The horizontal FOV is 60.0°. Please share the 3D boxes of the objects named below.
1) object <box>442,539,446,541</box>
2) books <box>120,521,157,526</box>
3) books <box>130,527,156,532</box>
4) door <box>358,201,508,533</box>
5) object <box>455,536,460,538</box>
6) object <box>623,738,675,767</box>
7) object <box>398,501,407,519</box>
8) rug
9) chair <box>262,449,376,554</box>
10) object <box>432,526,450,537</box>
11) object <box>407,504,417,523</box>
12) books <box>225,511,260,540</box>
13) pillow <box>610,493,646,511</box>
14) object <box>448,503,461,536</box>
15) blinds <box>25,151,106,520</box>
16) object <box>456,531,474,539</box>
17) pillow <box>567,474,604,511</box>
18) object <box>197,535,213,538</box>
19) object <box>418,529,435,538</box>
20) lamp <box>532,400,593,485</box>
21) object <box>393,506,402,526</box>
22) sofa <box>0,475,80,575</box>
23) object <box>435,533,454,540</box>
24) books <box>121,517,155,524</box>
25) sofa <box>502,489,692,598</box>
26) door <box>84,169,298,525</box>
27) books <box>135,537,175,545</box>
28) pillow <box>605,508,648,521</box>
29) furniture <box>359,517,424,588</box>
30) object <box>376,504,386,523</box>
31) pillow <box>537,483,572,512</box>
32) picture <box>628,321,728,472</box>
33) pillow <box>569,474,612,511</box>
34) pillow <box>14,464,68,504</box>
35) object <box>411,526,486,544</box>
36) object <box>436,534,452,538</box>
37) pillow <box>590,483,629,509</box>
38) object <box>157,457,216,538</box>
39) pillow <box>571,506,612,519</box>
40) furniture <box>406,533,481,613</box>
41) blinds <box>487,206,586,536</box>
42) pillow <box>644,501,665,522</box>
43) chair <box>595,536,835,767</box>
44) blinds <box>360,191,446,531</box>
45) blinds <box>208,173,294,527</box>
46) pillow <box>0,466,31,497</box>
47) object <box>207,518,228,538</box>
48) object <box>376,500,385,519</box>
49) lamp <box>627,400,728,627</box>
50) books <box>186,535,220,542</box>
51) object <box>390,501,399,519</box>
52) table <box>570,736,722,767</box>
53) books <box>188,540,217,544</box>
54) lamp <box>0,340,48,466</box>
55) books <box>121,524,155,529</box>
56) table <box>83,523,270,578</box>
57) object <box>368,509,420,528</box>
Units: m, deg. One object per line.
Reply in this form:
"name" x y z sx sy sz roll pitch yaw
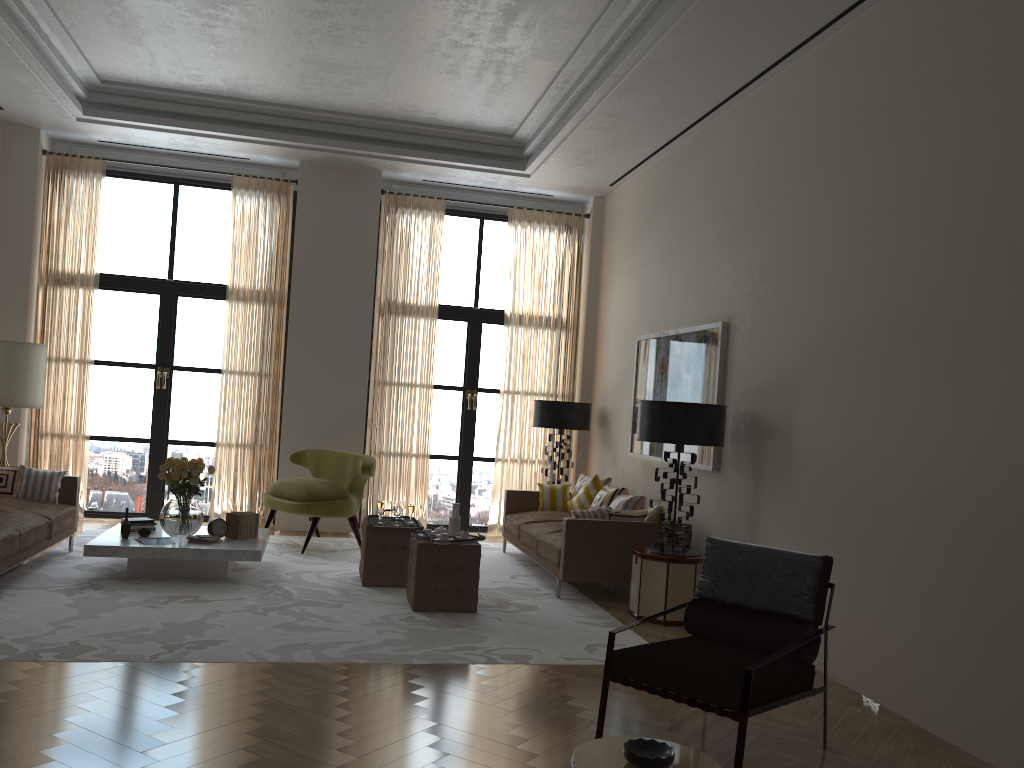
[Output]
"object" -0.607 1.400 7.918 0.053 0.026 0.049 4 -1 -10
"books" -3.865 1.440 9.172 0.229 0.024 0.281 2 -2 43
"books" -3.867 1.494 9.170 0.207 0.035 0.281 2 -2 45
"door" -0.589 -0.173 13.163 3.087 4.767 0.239 4 0 -12
"object" -0.473 1.423 8.269 0.041 0.015 0.187 3 -2 29
"object" 0.514 1.399 3.338 0.193 0.064 0.193 4 -2 10
"object" -1.164 1.334 9.376 0.098 0.191 0.098 4 -1 35
"rug" -2.033 1.943 8.927 5.520 0.065 5.731 4 -2 -12
"chair" -2.498 1.439 11.061 1.030 1.213 1.789 5 -1 -45
"object" -0.659 1.369 8.258 0.176 0.105 0.136 4 -1 -16
"object" -1.040 1.335 9.139 0.098 0.191 0.098 4 -1 14
"books" -2.793 1.460 9.168 0.210 0.264 0.282 3 -1 38
"pillow" 1.265 1.528 10.150 0.371 0.565 0.659 4 -1 -17
"object" -0.540 1.282 8.373 0.113 0.305 0.125 4 0 25
"blinds" -5.926 -0.582 11.781 0.780 4.886 0.419 4 0 -10
"object" -0.440 1.402 8.211 0.176 0.067 0.176 4 -2 -13
"pillow" 0.989 1.435 11.061 0.766 0.617 0.356 3 -1 32
"object" -3.037 1.505 8.775 0.139 0.019 0.137 5 -2 -28
"object" -0.776 1.362 8.111 0.176 0.067 0.176 5 -2 -36
"lamp" 0.650 1.257 12.468 0.830 2.018 0.829 4 0 -8
"object" -1.145 1.318 8.828 0.098 0.191 0.098 4 -1 -12
"sofa" -5.074 1.343 8.111 1.352 0.819 2.979 4 -2 -12
"object" -0.610 1.383 8.019 0.176 0.067 0.176 4 -2 -10
"books" -3.867 1.412 9.163 0.207 0.030 0.260 2 -2 45
"sofa" 0.831 1.810 10.316 1.352 0.819 2.979 4 -2 -12
"door" -4.778 -0.484 12.258 3.259 4.767 0.239 4 0 -12
"books" -3.468 1.510 8.598 0.281 0.038 0.383 5 -2 -39
"pillow" 1.133 1.485 9.142 0.465 0.412 0.304 4 -1 -14
"furniture" -1.239 1.727 9.109 0.614 0.616 0.613 4 -1 -12
"object" -1.332 1.309 8.947 0.098 0.191 0.098 4 -1 14
"pillow" 0.559 1.499 11.528 0.482 0.433 0.318 4 -1 -2
"picture" 1.788 0.141 9.831 0.080 1.480 2.266 4 -1 -14
"pillow" 0.981 1.464 11.465 0.356 0.576 0.623 4 -1 -33
"pillow" -4.970 1.076 9.329 0.498 0.428 0.326 4 -1 -24
"object" -0.584 1.384 8.189 0.440 0.101 0.721 2 -2 42
"object" -0.615 1.394 8.119 0.186 0.026 0.041 4 -1 -4
"pillow" 1.131 1.466 10.510 0.404 0.547 0.617 4 -1 -9
"object" -3.309 1.152 9.000 0.540 0.821 0.627 4 -1 -16
"pillow" 0.769 1.456 9.100 0.498 0.428 0.326 4 -1 -24
"furniture" -0.637 1.738 8.185 0.614 0.616 0.613 4 -1 -12
"blinds" 0.383 -0.120 13.143 1.242 4.874 0.418 4 0 -10
"pillow" 1.442 1.479 9.299 0.296 0.475 0.516 4 -1 9
"chair" 1.194 1.503 5.009 0.876 1.135 1.135 3 -1 43
"blinds" -1.545 -0.263 12.728 0.960 4.874 0.419 4 0 -10
"blinds" -3.591 -0.415 12.284 0.874 4.874 0.418 4 0 -9
"pillow" -5.335 1.054 9.287 0.465 0.412 0.304 4 -1 -14
"object" -2.993 1.468 9.018 0.082 0.209 0.205 4 -1 39
"object" -1.381 1.316 9.291 0.098 0.191 0.098 4 -1 -29
"lamp" 1.534 1.186 8.331 0.830 2.018 0.829 4 0 -11
"books" -3.049 1.525 8.766 0.255 0.026 0.202 3 -2 13
"object" -1.231 1.325 9.250 0.098 0.191 0.098 4 -1 -12
"table" 0.494 1.703 3.335 0.584 0.547 0.585 3 -1 27
"books" -3.062 1.548 8.763 0.197 0.024 0.256 4 -2 5
"lamp" -5.987 0.628 10.467 0.767 2.254 0.768 4 0 41
"books" -3.866 1.464 9.159 0.207 0.024 0.263 2 -2 41
"table" -3.340 1.722 9.060 1.584 0.343 1.500 4 -2 -12
"object" -1.221 1.380 9.105 0.491 0.092 0.802 4 -2 -12
